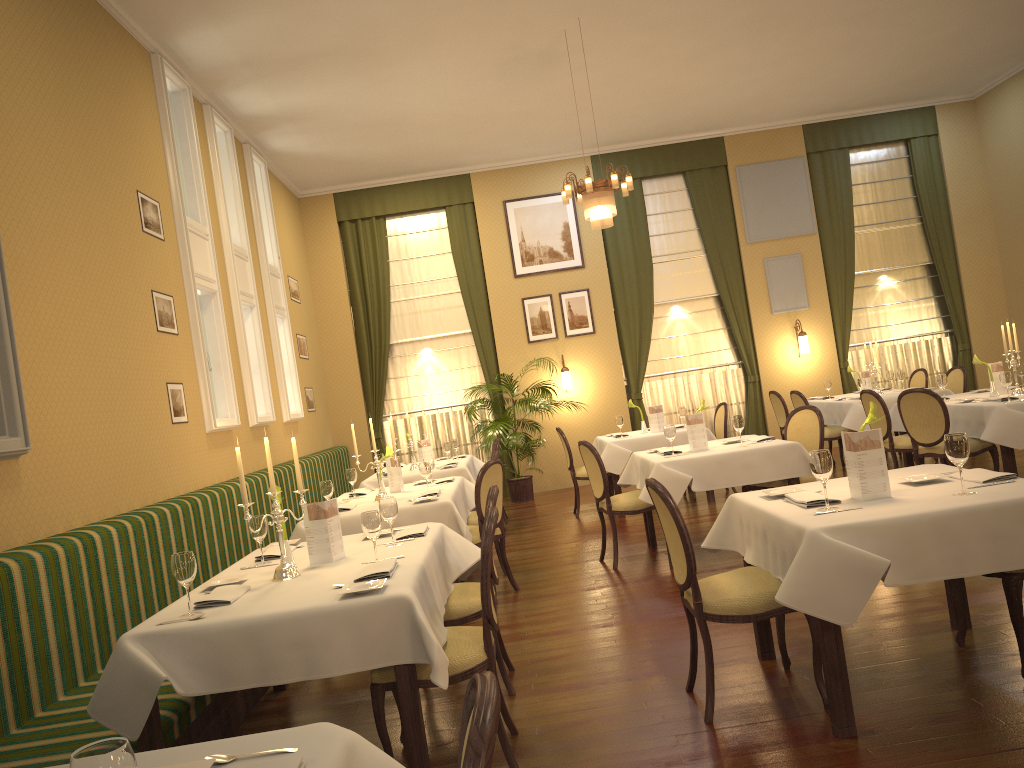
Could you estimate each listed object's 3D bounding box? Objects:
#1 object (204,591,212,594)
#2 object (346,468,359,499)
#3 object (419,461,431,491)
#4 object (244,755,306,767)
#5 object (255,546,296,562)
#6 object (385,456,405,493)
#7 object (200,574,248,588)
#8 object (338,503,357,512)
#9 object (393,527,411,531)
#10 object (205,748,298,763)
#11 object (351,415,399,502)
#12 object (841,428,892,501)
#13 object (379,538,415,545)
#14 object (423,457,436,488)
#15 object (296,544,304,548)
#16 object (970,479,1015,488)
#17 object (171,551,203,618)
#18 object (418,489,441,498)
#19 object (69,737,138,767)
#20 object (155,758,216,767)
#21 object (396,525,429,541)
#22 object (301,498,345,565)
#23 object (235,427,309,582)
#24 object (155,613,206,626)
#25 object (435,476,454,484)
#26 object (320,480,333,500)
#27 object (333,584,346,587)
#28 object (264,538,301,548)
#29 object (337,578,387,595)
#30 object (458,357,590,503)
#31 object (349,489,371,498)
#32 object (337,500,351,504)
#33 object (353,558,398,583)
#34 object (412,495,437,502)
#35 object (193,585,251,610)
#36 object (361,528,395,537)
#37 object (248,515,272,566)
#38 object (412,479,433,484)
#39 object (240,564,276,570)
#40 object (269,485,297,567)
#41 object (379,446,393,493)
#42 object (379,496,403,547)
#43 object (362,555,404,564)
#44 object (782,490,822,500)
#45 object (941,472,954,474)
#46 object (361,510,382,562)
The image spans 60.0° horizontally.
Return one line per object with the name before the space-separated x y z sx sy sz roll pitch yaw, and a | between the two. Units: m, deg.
object | -1.170 0.844 3.642 0.185 0.010 0.017 -9 -1 0
object | -1.246 0.777 6.934 0.088 0.229 0.088 -9 -1 41
object | -0.618 0.678 6.404 0.088 0.229 0.088 -8 -1 -43
object | -0.453 0.711 1.518 0.142 0.024 0.273 -9 -1 -1
object | -1.180 0.845 4.435 0.142 0.033 0.273 -9 -1 -1
object | -0.882 0.699 6.839 0.081 0.277 0.166 -8 -1 -40
object | -1.218 0.847 3.767 0.160 0.024 0.160 -9 -1 -1
object | -1.171 0.860 6.170 0.142 0.033 0.273 -9 -1 -1
object | -0.555 0.760 4.677 0.181 0.015 0.038 -9 -1 0
object | -0.510 0.725 1.735 0.181 0.015 0.038 -9 -1 0
object | -0.985 0.522 6.414 0.390 0.655 0.131 -9 -1 13
object | 1.395 0.325 3.537 0.081 0.277 0.166 -8 -1 -45
object | -0.561 0.759 4.270 0.185 0.010 0.017 -9 -1 -1
object | -0.635 0.685 6.880 0.088 0.229 0.088 -8 -1 -43
object | -1.167 0.851 4.602 0.181 0.015 0.038 -9 -1 0
object | 1.856 0.388 3.434 0.185 0.010 0.017 -9 -1 -1
object | -1.193 0.734 3.250 0.088 0.229 0.088 -8 -1 -43
object | -0.578 0.771 6.214 0.142 0.033 0.273 -9 -1 -1
object | -0.555 0.618 1.230 0.088 0.229 0.088 -8 -1 -43
object | -0.642 0.739 1.620 0.160 0.024 0.160 -9 -1 -1
object | -0.499 0.747 4.460 0.142 0.024 0.273 -9 -1 -1
object | -0.838 0.665 3.996 0.166 0.277 0.081 -8 -1 -30
object | -0.999 0.498 3.743 0.131 0.655 0.390 -9 -1 18
object | -1.181 0.839 3.161 0.181 0.015 0.038 -9 -1 0
object | -0.541 0.779 7.164 0.142 0.024 0.273 -9 -1 -1
object | -1.235 0.766 5.954 0.088 0.229 0.088 -8 -1 -43
object | -0.586 0.752 3.345 0.181 0.015 0.038 -9 -1 0
object | -1.214 0.855 4.704 0.160 0.024 0.160 -9 -1 -1
object | -0.536 0.739 3.190 0.160 0.024 0.160 -9 -1 -1
object | 0.092 0.594 11.358 1.496 1.807 1.552 -8 -1 -20
object | -1.222 0.877 7.139 0.142 0.033 0.273 -9 -1 -1
object | -1.260 0.879 6.470 0.160 0.024 0.160 -9 -1 -1
object | -0.536 0.739 3.510 0.142 0.033 0.273 -9 -1 -1
object | -0.578 0.771 5.894 0.160 0.024 0.160 -9 -1 -1
object | -1.129 0.828 3.466 0.142 0.033 0.273 -9 -1 -1
object | -0.688 0.775 4.562 0.160 0.024 0.160 -9 -1 -1
object | -1.204 0.745 4.231 0.088 0.229 0.088 -8 -1 -43
object | -0.730 0.807 7.266 0.160 0.024 0.160 -9 -1 -1
object | -1.178 0.851 4.146 0.185 0.010 0.017 -9 -1 0
object | -1.042 0.645 4.013 0.076 0.375 0.163 -8 -1 -19
object | -0.952 0.656 6.628 0.163 0.375 0.076 -9 -1 21
object | -0.574 0.650 4.191 0.088 0.229 0.088 -8 -1 -43
object | -0.554 0.753 3.803 0.185 0.010 0.017 -9 -1 -1
object | 1.249 0.480 3.822 0.181 0.015 0.038 -9 -1 0
object | 1.862 0.389 3.842 0.181 0.015 0.038 -9 -1 0
object | -0.576 0.645 3.701 0.088 0.229 0.088 -8 -1 -43
